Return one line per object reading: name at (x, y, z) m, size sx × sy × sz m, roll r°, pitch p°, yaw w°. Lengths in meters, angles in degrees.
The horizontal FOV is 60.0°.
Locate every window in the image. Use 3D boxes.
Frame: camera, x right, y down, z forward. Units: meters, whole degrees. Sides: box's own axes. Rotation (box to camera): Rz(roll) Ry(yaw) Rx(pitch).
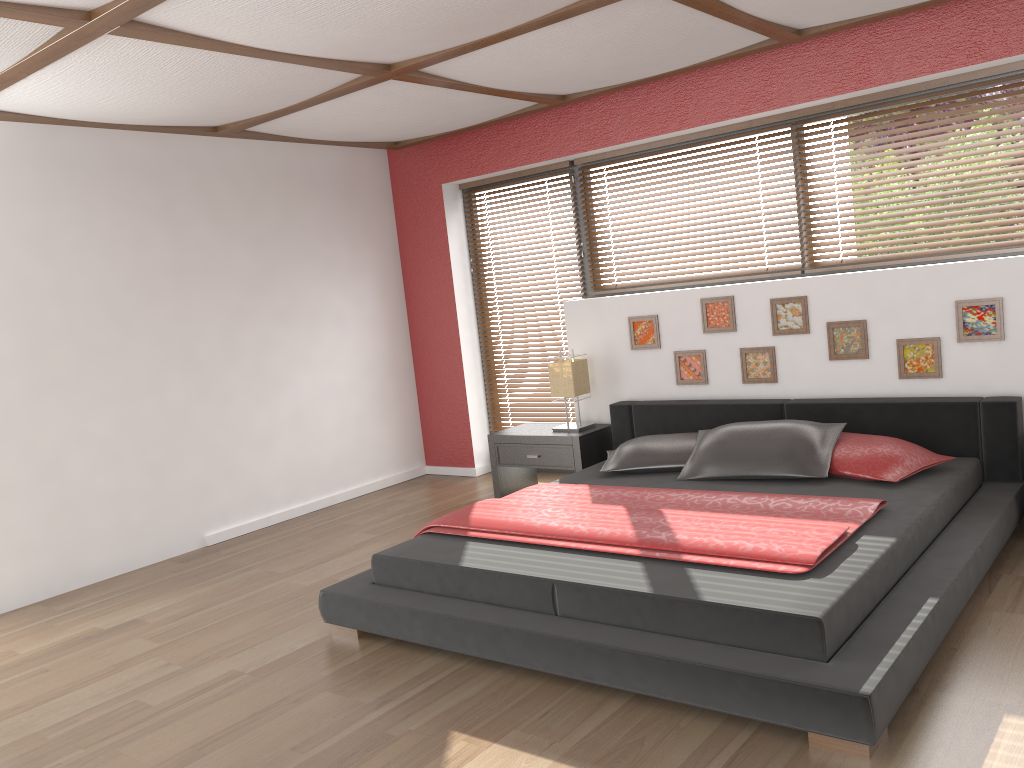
window at (1.622, -1.049, 4.937) m, size 2.817 × 0.786 × 0.020 m, roll -2°, pitch 8°, yaw 39°
window at (0.161, -0.469, 6.216) m, size 0.889 × 1.893 × 0.020 m, roll -2°, pitch 8°, yaw 39°

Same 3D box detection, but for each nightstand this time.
nightstand at (0.259, 0.493, 5.549) m, size 0.700 × 0.423 × 0.413 m, roll -2°, pitch 8°, yaw 39°

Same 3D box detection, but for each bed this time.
bed at (0.681, 0.538, 3.926) m, size 2.469 × 0.577 × 2.413 m, roll -2°, pitch 8°, yaw 39°

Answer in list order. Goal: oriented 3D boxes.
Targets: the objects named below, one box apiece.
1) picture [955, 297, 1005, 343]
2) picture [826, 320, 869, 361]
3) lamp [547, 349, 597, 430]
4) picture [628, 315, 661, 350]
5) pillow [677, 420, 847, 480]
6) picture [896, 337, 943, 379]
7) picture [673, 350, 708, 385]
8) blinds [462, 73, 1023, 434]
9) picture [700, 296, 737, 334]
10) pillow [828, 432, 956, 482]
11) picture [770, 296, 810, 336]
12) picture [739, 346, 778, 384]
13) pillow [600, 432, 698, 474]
picture at (2.196, -0.299, 4.166) m, size 0.200 × 0.200 × 0.010 m, roll -2°, pitch 8°, yaw 39°
picture at (1.724, -0.224, 4.557) m, size 0.200 × 0.200 × 0.010 m, roll -2°, pitch 8°, yaw 39°
lamp at (0.357, 0.027, 5.433) m, size 0.200 × 0.480 × 0.200 m, roll -2°, pitch 8°, yaw 39°
picture at (0.789, -0.306, 5.288) m, size 0.200 × 0.200 × 0.010 m, roll -2°, pitch 8°, yaw 39°
pillow at (1.175, 0.307, 4.237) m, size 0.744 × 0.241 × 0.386 m, roll -2°, pitch 7°, yaw 34°
picture at (2.000, -0.125, 4.356) m, size 0.200 × 0.200 × 0.010 m, roll -2°, pitch 8°, yaw 39°
picture at (1.035, -0.094, 5.133) m, size 0.200 × 0.200 × 0.010 m, roll -2°, pitch 8°, yaw 39°
blinds at (1.641, -0.467, 4.946) m, size 4.840 × 1.952 × 0.032 m, roll -2°, pitch 8°, yaw 39°
picture at (1.157, -0.388, 4.978) m, size 0.200 × 0.200 × 0.010 m, roll -2°, pitch 8°, yaw 39°
pillow at (1.578, 0.328, 4.100) m, size 0.418 × 0.172 × 0.745 m, roll -10°, pitch 7°, yaw -32°
picture at (1.479, -0.362, 4.726) m, size 0.200 × 0.200 × 0.010 m, roll -2°, pitch 8°, yaw 39°
picture at (1.355, -0.103, 4.876) m, size 0.200 × 0.200 × 0.010 m, roll -2°, pitch 8°, yaw 39°
pillow at (0.834, 0.357, 4.630) m, size 0.745 × 0.172 × 0.418 m, roll -5°, pitch 6°, yaw 14°
